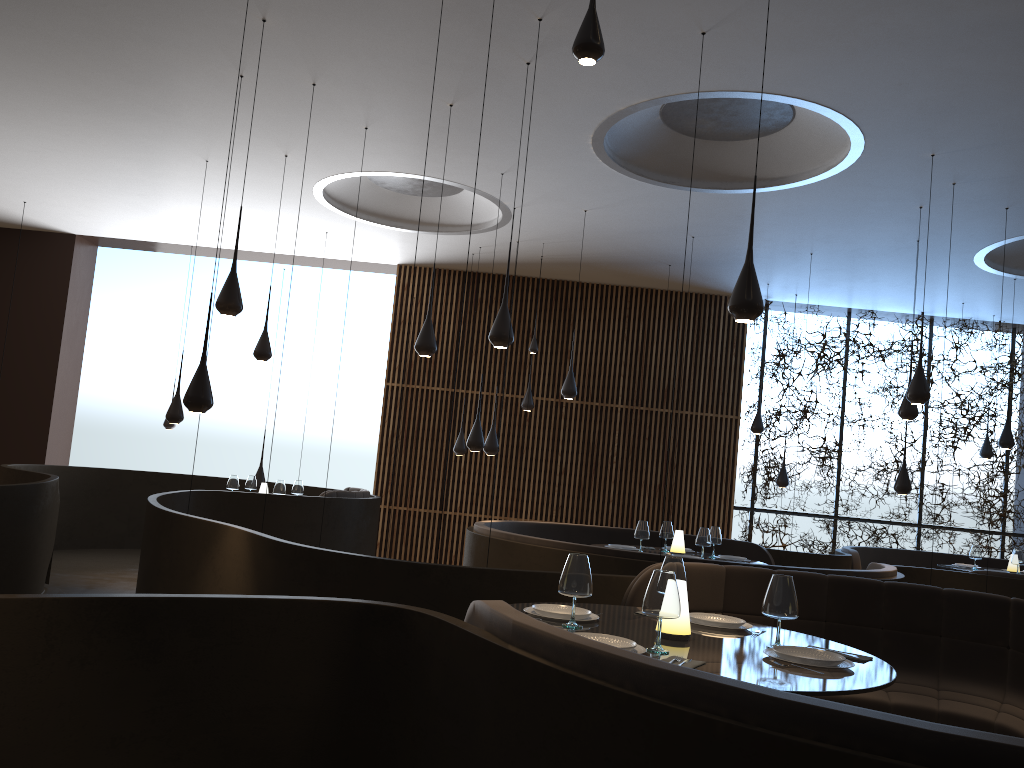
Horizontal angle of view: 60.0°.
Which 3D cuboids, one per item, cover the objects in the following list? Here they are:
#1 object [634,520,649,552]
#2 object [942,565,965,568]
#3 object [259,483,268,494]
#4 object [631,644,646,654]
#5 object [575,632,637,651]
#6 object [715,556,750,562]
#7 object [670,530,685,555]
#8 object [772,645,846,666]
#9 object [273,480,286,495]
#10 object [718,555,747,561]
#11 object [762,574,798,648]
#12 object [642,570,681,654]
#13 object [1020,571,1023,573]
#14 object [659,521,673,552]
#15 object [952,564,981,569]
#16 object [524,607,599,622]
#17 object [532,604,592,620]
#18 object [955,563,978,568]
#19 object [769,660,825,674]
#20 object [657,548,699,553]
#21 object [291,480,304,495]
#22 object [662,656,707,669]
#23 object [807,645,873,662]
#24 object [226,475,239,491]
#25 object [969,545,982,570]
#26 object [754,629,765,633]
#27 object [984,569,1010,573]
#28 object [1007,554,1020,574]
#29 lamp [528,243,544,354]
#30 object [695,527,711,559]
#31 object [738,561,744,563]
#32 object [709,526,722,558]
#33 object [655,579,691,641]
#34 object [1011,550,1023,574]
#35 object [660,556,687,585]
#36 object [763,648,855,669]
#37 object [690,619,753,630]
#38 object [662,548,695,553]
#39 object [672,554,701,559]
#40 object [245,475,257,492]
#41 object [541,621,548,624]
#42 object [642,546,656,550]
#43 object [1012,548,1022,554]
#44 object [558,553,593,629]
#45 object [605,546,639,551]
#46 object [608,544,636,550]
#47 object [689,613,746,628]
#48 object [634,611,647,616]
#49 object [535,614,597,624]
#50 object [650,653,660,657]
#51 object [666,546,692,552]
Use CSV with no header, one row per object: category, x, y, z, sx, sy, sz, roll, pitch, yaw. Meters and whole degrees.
object,1.206,1.422,8.248,0.142,0.295,0.142,9,-6,-38
object,5.462,2.260,10.966,0.127,0.017,0.262,10,-7,-38
object,-2.941,1.288,10.494,0.142,0.232,0.145,4,-5,21
object,0.317,0.948,3.202,0.332,0.014,0.332,7,-6,-18
object,0.318,0.938,3.203,0.263,0.029,0.264,1,-8,40
object,2.085,1.658,8.385,0.331,0.014,0.333,4,-6,18
object,1.581,1.507,8.422,0.144,0.232,0.143,4,-5,16
object,1.121,1.031,3.352,0.263,0.029,0.263,7,-6,-15
object,-2.671,1.249,10.173,0.142,0.295,0.142,5,-5,3
object,2.085,1.649,8.386,0.263,0.029,0.263,6,-6,-5
object,1.085,0.924,3.590,0.142,0.295,0.142,10,-6,-44
object,0.552,0.841,3.282,0.142,0.295,0.142,4,-5,18
object,6.523,2.364,11.059,0.332,0.014,0.332,6,-6,-2
object,1.526,1.507,8.775,0.142,0.295,0.142,9,-6,-33
object,5.709,2.294,11.137,0.332,0.014,0.332,6,-6,-2
object,0.215,1.008,3.876,0.332,0.014,0.332,5,-6,1
object,0.216,0.999,3.877,0.263,0.029,0.264,5,-6,5
object,5.710,2.285,11.138,0.263,0.029,0.264,1,-7,36
object,1.118,1.041,3.347,0.204,0.012,0.412,2,-7,32
object,1.678,1.677,8.932,0.411,0.012,0.205,6,-6,-2
object,-2.598,1.315,10.735,0.142,0.295,0.142,8,-6,-32
object,0.568,0.962,3.034,0.126,0.017,0.262,2,-7,30
object,1.309,1.090,3.584,0.262,0.017,0.127,1,-7,36
object,-3.262,1.211,10.355,0.142,0.295,0.142,6,-5,-3
object,5.706,2.133,10.916,0.142,0.295,0.142,6,-5,-5
object,0.940,1.100,4.069,0.410,0.012,0.205,2,-7,30
object,5.689,2.205,10.396,0.263,0.029,0.264,5,-6,6
object,6.098,2.186,10.773,0.144,0.232,0.142,7,-5,-20
lamp,0.355,-1.160,11.989,0.133,1.506,0.133,6,-4,-5
object,1.732,1.450,8.033,0.142,0.295,0.142,8,-5,-29
object,2.084,1.659,8.381,0.204,0.012,0.412,5,-6,7
object,1.959,1.529,8.583,0.142,0.295,0.142,4,-5,21
object,0.665,0.917,3.614,0.142,0.232,0.144,8,-5,-25
object,5.933,2.100,10.395,0.142,0.295,0.142,6,-5,-7
object,0.724,0.935,4.029,0.142,0.295,0.142,6,-5,0
object,1.120,1.041,3.351,0.332,0.014,0.332,10,-7,-34
object,0.936,1.098,4.071,0.331,0.014,0.333,1,-7,34
object,1.673,1.676,8.931,0.331,0.014,0.332,5,-6,8
object,1.547,1.543,7.869,0.263,0.029,0.264,4,-6,16
object,-3.189,1.267,10.821,0.142,0.295,0.142,8,-5,-27
object,0.010,0.973,3.656,0.262,0.017,0.127,1,-8,40
object,1.373,1.657,8.958,0.126,0.017,0.262,5,-6,2
object,6.305,2.206,11.064,0.142,0.295,0.142,5,-5,0
object,0.261,0.852,3.656,0.142,0.295,0.142,9,-6,-40
object,1.043,1.561,8.415,0.332,0.014,0.332,8,-6,-24
object,1.044,1.552,8.416,0.263,0.029,0.264,4,-6,14
object,0.937,1.089,4.072,0.263,0.029,0.264,1,-7,38
object,0.697,1.102,4.256,0.126,0.017,0.262,1,-7,34
object,0.217,1.010,3.880,0.204,0.012,0.412,1,-7,35
object,0.313,0.949,3.203,0.410,0.012,0.205,3,-7,26
object,1.674,1.666,8.932,0.263,0.029,0.263,9,-7,-33
